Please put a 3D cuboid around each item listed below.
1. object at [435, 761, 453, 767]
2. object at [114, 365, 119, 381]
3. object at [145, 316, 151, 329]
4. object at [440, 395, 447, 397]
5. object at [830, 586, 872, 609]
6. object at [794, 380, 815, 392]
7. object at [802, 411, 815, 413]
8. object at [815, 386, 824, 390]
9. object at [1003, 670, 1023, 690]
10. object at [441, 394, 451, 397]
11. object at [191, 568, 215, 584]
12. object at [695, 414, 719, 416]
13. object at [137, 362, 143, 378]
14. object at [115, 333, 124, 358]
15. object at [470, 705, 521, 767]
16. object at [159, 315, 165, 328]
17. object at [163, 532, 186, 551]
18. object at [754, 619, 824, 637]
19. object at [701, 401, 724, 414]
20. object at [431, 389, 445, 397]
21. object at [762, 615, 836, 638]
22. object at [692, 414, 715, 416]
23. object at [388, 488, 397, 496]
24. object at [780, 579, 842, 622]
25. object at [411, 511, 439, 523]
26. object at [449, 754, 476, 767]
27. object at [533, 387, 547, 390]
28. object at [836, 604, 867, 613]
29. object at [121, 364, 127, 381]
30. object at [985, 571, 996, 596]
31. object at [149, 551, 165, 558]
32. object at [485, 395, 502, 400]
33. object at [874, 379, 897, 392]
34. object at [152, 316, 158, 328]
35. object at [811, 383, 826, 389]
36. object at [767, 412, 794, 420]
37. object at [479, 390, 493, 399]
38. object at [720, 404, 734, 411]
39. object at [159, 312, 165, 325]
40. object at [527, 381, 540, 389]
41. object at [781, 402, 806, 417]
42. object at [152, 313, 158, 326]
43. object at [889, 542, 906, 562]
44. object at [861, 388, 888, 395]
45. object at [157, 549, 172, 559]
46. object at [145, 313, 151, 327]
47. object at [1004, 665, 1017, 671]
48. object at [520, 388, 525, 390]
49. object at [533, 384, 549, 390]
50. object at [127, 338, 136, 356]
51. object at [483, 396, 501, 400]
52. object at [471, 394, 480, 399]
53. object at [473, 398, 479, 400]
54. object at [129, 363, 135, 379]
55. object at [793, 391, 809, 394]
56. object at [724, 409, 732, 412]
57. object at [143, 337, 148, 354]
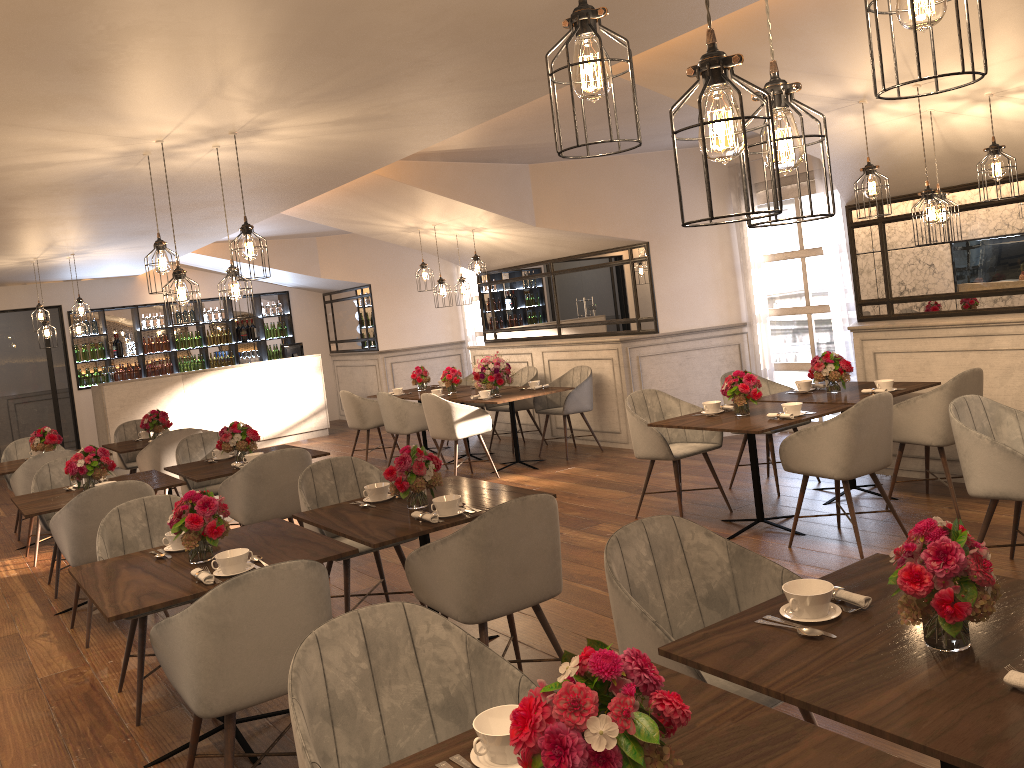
[{"bbox_3d":[-0.088,0.725,1.620,0.043,0.015,0.197,-10,6,-37],"label":"object"},{"bbox_3d":[-5.859,-0.153,13.085,0.065,0.261,0.066,-5,2,35],"label":"object"},{"bbox_3d":[-5.486,-0.923,13.337,0.070,0.189,0.041,-8,2,-34],"label":"object"},{"bbox_3d":[-0.709,0.125,9.163,0.211,0.004,0.022,-10,6,-34],"label":"object"},{"bbox_3d":[0.839,0.543,2.279,0.056,0.039,0.175,-10,6,-34],"label":"object"},{"bbox_3d":[2.081,0.015,6.308,0.148,0.072,0.149,-5,5,23],"label":"object"},{"bbox_3d":[1.762,0.166,5.374,0.043,0.015,0.197,-10,6,-37],"label":"object"},{"bbox_3d":[2.154,0.027,6.345,0.025,0.024,0.192,-9,6,-34],"label":"object"},{"bbox_3d":[1.023,0.576,1.668,0.056,0.039,0.175,-10,6,-34],"label":"object"},{"bbox_3d":[-0.696,0.121,9.130,0.198,0.015,0.043,-11,6,-38],"label":"object"},{"bbox_3d":[-1.120,0.694,3.203,0.056,0.039,0.175,-10,6,-34],"label":"object"},{"bbox_3d":[1.261,0.201,5.713,0.022,0.004,0.210,-10,6,-34],"label":"object"},{"bbox_3d":[-5.587,-0.202,13.271,0.065,0.261,0.066,-5,2,35],"label":"object"},{"bbox_3d":[-5.832,-0.574,13.127,0.104,0.359,0.104,-6,2,28],"label":"object"},{"bbox_3d":[-0.010,0.679,1.699,0.148,0.072,0.149,-4,5,33],"label":"object"},{"bbox_3d":[-5.321,-0.952,13.450,0.070,0.189,0.041,-8,2,-34],"label":"object"},{"bbox_3d":[-1.399,0.661,3.750,0.148,0.072,0.149,-4,5,33],"label":"object"},{"bbox_3d":[0.665,0.588,2.136,0.043,0.015,0.197,-10,6,-37],"label":"object"},{"bbox_3d":[1.306,0.155,5.777,0.148,0.072,0.149,-5,5,23],"label":"object"},{"bbox_3d":[-0.779,0.095,9.212,0.148,0.072,0.149,-6,5,9],"label":"object"},{"bbox_3d":[0.698,0.589,2.150,0.022,0.004,0.210,-10,6,-34],"label":"object"},{"bbox_3d":[1.234,0.199,5.703,0.043,0.015,0.197,-10,6,-30],"label":"object"},{"bbox_3d":[-0.551,0.524,4.330,0.056,0.039,0.175,-10,6,-34],"label":"object"},{"bbox_3d":[0.743,0.543,2.215,0.148,0.072,0.149,-4,5,33],"label":"object"},{"bbox_3d":[-0.367,0.557,3.718,0.056,0.039,0.175,-10,6,-34],"label":"object"},{"bbox_3d":[-0.055,0.725,1.635,0.022,0.004,0.210,-10,6,-34],"label":"object"},{"bbox_3d":[0.262,0.037,8.742,0.193,0.024,0.025,-10,5,-34],"label":"object"},{"bbox_3d":[0.817,0.555,2.252,0.025,0.024,0.192,-9,6,-34],"label":"object"},{"bbox_3d":[-5.768,-0.169,13.147,0.065,0.261,0.066,-5,2,35],"label":"object"},{"bbox_3d":[0.995,0.426,1.891,0.077,0.052,0.050,-5,4,22],"label":"object"},{"bbox_3d":[-1.478,0.706,3.671,0.043,0.015,0.197,-10,6,-37],"label":"object"},{"bbox_3d":[-0.173,0.128,8.359,0.198,0.015,0.043,-11,6,-38],"label":"object"},{"bbox_3d":[2.451,0.014,5.824,0.148,0.072,0.149,-5,5,23],"label":"object"},{"bbox_3d":[-5.404,-0.937,13.393,0.070,0.189,0.041,-8,2,-34],"label":"object"},{"bbox_3d":[2.176,0.015,6.372,0.056,0.039,0.175,-10,6,-34],"label":"object"},{"bbox_3d":[1.586,0.188,5.230,0.056,0.039,0.175,-10,6,-34],"label":"object"},{"bbox_3d":[-0.256,0.102,8.440,0.148,0.072,0.149,-6,5,9],"label":"object"},{"bbox_3d":[1.401,0.155,5.842,0.056,0.039,0.175,-10,6,-34],"label":"object"},{"bbox_3d":[-5.325,-0.988,13.448,0.069,0.208,0.040,-8,2,-34],"label":"object"},{"bbox_3d":[0.223,0.011,8.812,0.148,0.072,0.149,-6,5,9],"label":"object"},{"bbox_3d":[1.677,0.154,5.294,0.148,0.072,0.149,-5,5,23],"label":"object"},{"bbox_3d":[-5.408,-0.974,13.392,0.069,0.208,0.040,-8,2,-34],"label":"object"},{"bbox_3d":[0.898,0.387,2.015,0.077,0.052,0.046,-5,3,18],"label":"object"},{"bbox_3d":[2.360,0.048,5.761,0.056,0.039,0.175,-10,6,-34],"label":"object"},{"bbox_3d":[-1.444,0.707,3.685,0.022,0.004,0.210,-10,6,-34],"label":"object"},{"bbox_3d":[-5.490,-0.959,13.336,0.069,0.208,0.040,-8,2,-34],"label":"object"},{"bbox_3d":[1.047,0.578,1.695,0.025,0.024,0.192,-9,6,-34],"label":"object"},{"bbox_3d":[0.147,0.042,8.895,0.198,0.015,0.043,-11,6,-38],"label":"object"},{"bbox_3d":[0.289,0.029,8.718,0.176,0.039,0.056,-10,5,-34],"label":"object"},{"bbox_3d":[-5.688,-0.559,13.217,0.108,0.281,0.108,-6,2,12],"label":"object"},{"bbox_3d":[-0.187,0.132,8.392,0.211,0.004,0.022,-10,6,-34],"label":"object"},{"bbox_3d":[-0.318,0.118,8.535,0.176,0.039,0.056,-10,5,-34],"label":"object"},{"bbox_3d":[-0.290,0.123,8.512,0.193,0.024,0.025,-10,5,-34],"label":"object"},{"bbox_3d":[-5.678,-0.186,13.209,0.065,0.261,0.066,-5,2,35],"label":"object"},{"bbox_3d":[2.009,0.059,6.233,0.043,0.015,0.197,-10,6,-30],"label":"object"},{"bbox_3d":[1.379,0.167,5.815,0.025,0.024,0.192,-9,6,-34],"label":"object"},{"bbox_3d":[-5.527,-0.580,13.330,0.065,0.261,0.066,-5,2,35],"label":"object"}]
